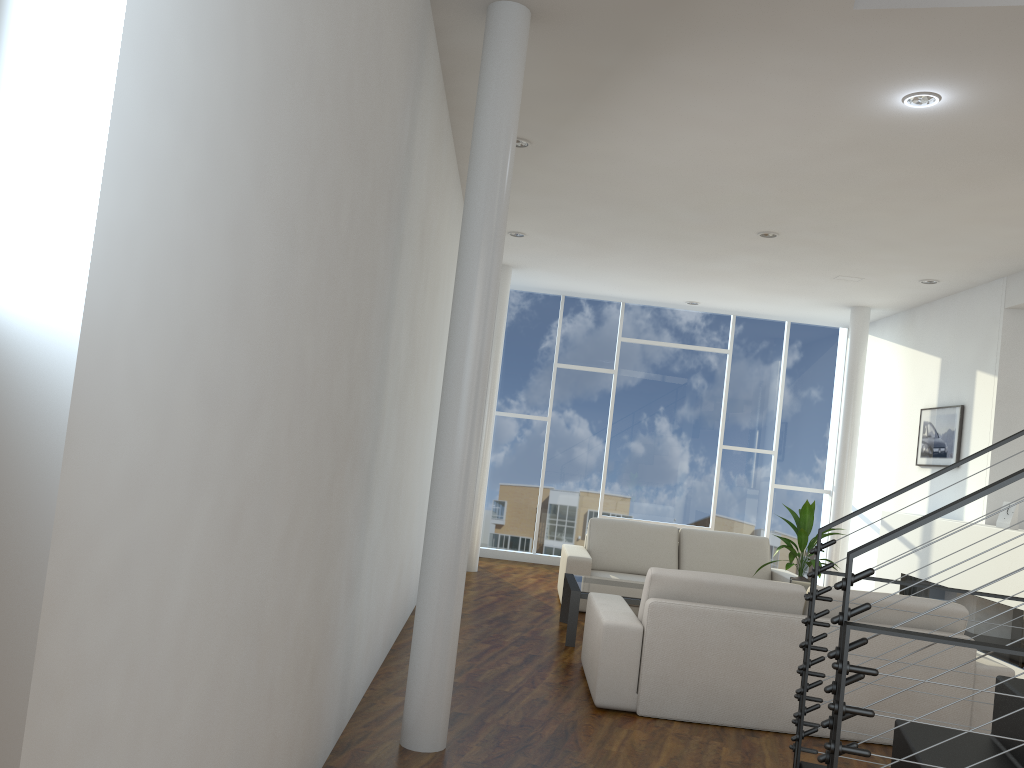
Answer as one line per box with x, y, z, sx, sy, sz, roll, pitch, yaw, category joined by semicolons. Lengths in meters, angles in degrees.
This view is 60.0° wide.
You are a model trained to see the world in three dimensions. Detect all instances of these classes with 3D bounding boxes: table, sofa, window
1.089;1.316;4.860;1.608;0.284;0.662;6;-4;1;table
1.144;1.260;5.947;1.610;0.565;0.804;6;-4;1;sofa
1.147;1.098;3.812;1.610;0.565;0.804;7;-4;1;sofa
1.429;-1.068;8.028;3.415;5.627;0.090;7;-3;0;window

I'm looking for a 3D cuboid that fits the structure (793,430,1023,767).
2.602;0.912;1.635;4.358;6.289;1.096;6;-3;16;structure

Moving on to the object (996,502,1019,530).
2.817;0.745;5.031;0.061;0.151;0.100;7;-3;-13;object

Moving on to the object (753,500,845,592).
1.609;0.928;4.838;0.432;0.600;0.458;7;-3;-15;object

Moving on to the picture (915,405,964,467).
2.970;0.367;6.170;0.020;0.415;0.576;7;-4;0;picture

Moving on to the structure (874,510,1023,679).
3.029;0.581;4.899;0.750;2.203;2.754;7;-4;0;structure
